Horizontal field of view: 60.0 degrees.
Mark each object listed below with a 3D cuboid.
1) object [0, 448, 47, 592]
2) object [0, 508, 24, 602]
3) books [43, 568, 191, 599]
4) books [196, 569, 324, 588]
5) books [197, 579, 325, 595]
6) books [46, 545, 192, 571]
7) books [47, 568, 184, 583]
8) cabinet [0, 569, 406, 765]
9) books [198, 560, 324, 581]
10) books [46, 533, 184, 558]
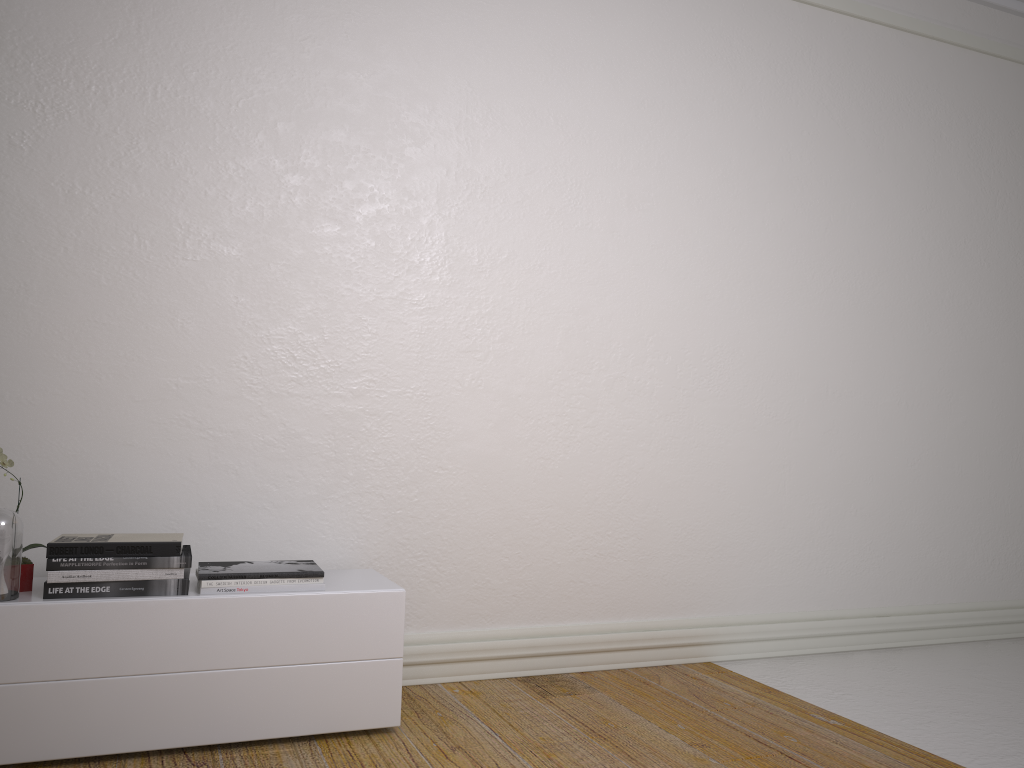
[{"bbox_3d":[-1.384,0.358,2.407,0.089,0.411,0.246,-1,-5,37],"label":"object"},{"bbox_3d":[-1.337,0.440,2.301,0.113,0.234,0.115,1,-4,11],"label":"object"},{"bbox_3d":[-1.095,0.555,2.490,0.356,0.044,0.256,3,-4,-20],"label":"books"},{"bbox_3d":[-0.751,0.569,2.627,0.342,0.019,0.250,4,-4,-24],"label":"books"},{"bbox_3d":[-0.746,0.588,2.627,0.348,0.019,0.250,3,-4,-22],"label":"books"},{"bbox_3d":[-1.094,0.488,2.497,0.356,0.031,0.283,3,-4,-22],"label":"books"},{"bbox_3d":[-1.101,0.517,2.480,0.333,0.031,0.255,4,-4,-24],"label":"books"},{"bbox_3d":[-0.964,0.790,2.597,1.217,0.400,0.453,3,-4,-23],"label":"cabinet"},{"bbox_3d":[-0.751,0.553,2.638,0.345,0.016,0.271,3,-4,-20],"label":"books"},{"bbox_3d":[-1.103,0.452,2.491,0.329,0.038,0.255,3,-4,-20],"label":"books"}]
